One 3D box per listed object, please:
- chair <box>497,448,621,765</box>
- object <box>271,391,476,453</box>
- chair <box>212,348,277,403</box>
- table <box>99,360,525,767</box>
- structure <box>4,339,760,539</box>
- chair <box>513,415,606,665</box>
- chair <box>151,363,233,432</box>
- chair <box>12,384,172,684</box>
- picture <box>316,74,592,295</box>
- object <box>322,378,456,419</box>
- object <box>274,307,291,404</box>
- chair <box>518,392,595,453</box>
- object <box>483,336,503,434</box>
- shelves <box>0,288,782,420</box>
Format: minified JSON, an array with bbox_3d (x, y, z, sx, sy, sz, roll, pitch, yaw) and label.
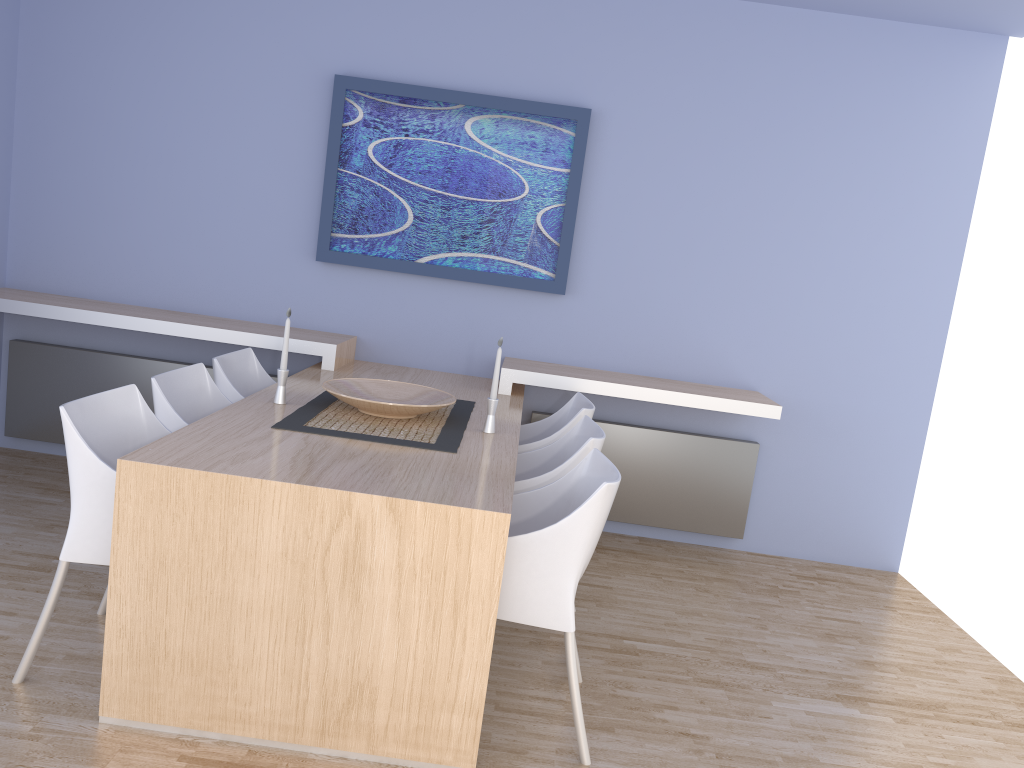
[{"bbox_3d":[0.039,0.598,2.649,0.486,0.793,0.510,8,8,1],"label":"chair"},{"bbox_3d":[-0.458,0.107,3.281,0.594,0.005,0.986,8,8,0],"label":"object"},{"bbox_3d":[-1.063,0.279,3.797,0.486,0.793,0.510,8,8,1],"label":"chair"},{"bbox_3d":[-0.512,0.445,3.439,1.002,0.718,2.340,8,8,1],"label":"table"},{"bbox_3d":[-0.685,0.282,4.554,3.843,0.503,0.064,8,8,1],"label":"structure"},{"bbox_3d":[0.057,0.514,3.238,0.486,0.793,0.510,8,8,1],"label":"chair"},{"bbox_3d":[-1.080,0.360,3.229,0.486,0.793,0.510,8,8,1],"label":"chair"},{"bbox_3d":[-1.097,0.441,2.660,0.486,0.793,0.510,8,8,1],"label":"chair"},{"bbox_3d":[-0.296,-0.972,4.364,1.252,0.901,0.049,8,8,1],"label":"picture"},{"bbox_3d":[-0.455,0.065,3.277,0.493,0.081,0.493,11,9,19],"label":"object"},{"bbox_3d":[-0.813,-0.102,3.173,0.045,0.349,0.045,15,11,42],"label":"object"},{"bbox_3d":[0.074,0.431,3.819,0.486,0.793,0.510,8,8,1],"label":"chair"},{"bbox_3d":[-0.061,0.002,3.165,0.045,0.349,0.045,8,8,1],"label":"object"},{"bbox_3d":[-0.745,0.215,4.363,3.901,0.840,0.463,8,8,1],"label":"shelves"}]
